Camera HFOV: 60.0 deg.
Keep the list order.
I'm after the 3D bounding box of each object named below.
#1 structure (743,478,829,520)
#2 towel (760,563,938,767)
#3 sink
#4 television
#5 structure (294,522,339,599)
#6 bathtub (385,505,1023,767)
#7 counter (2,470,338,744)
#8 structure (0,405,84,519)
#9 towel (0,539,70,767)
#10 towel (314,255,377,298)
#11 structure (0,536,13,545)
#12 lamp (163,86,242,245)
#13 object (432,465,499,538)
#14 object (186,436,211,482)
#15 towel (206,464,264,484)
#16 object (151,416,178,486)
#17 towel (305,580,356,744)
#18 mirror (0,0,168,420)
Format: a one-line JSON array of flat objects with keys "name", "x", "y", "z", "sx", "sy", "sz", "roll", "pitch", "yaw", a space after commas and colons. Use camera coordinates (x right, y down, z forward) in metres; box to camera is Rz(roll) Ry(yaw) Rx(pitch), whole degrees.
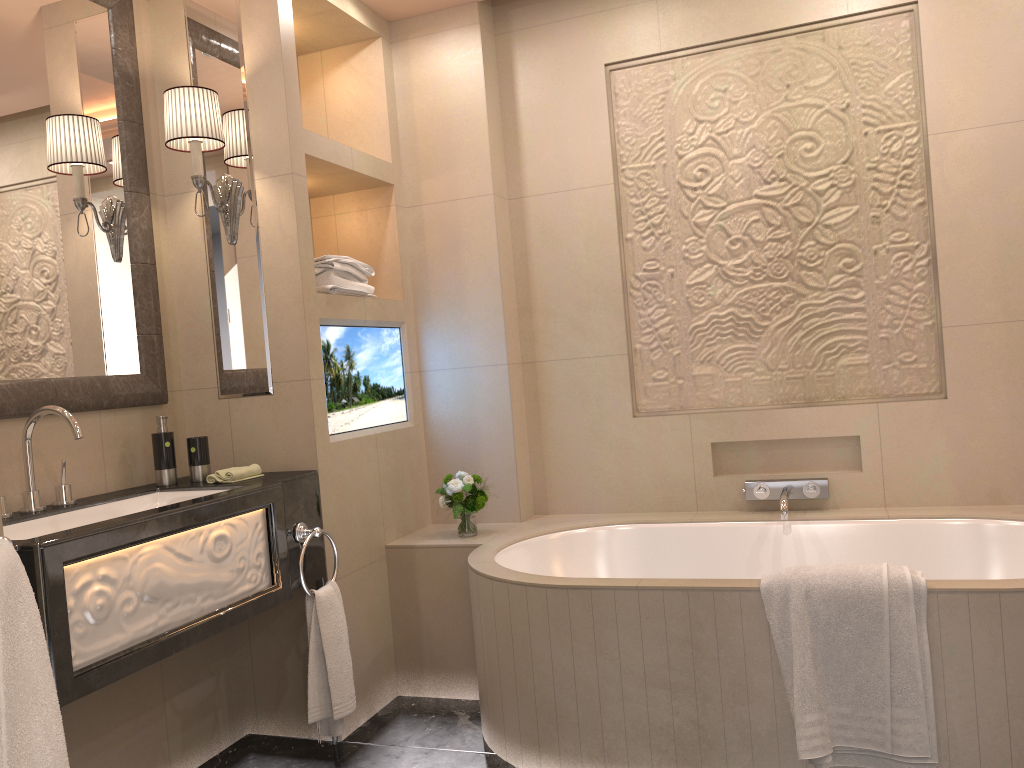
[{"name": "structure", "x": 0.929, "y": 0.392, "z": 3.034, "sx": 0.290, "sy": 0.097, "sz": 0.259, "roll": -4, "pitch": 1, "yaw": 20}, {"name": "towel", "x": 0.821, "y": 0.668, "z": 2.166, "sx": 0.374, "sy": 0.463, "sz": 0.453, "roll": -4, "pitch": 1, "yaw": 22}, {"name": "sink", "x": -1.008, "y": 0.390, "z": 2.201, "sx": 0.349, "sy": 0.135, "sz": 0.760, "roll": -4, "pitch": 1, "yaw": 20}, {"name": "television", "x": -0.521, "y": -0.023, "z": 3.121, "sx": 0.025, "sy": 0.360, "sz": 0.564, "roll": -4, "pitch": 1, "yaw": 20}, {"name": "structure", "x": -0.589, "y": 0.520, "z": 2.621, "sx": 0.074, "sy": 0.226, "sz": 0.203, "roll": -4, "pitch": 1, "yaw": 20}, {"name": "bathtub", "x": 0.822, "y": 0.740, "z": 2.662, "sx": 2.662, "sy": 0.540, "sz": 1.060, "roll": -4, "pitch": 1, "yaw": 20}, {"name": "counter", "x": -1.001, "y": 0.740, "z": 2.216, "sx": 0.543, "sy": 0.858, "sz": 1.330, "roll": -4, "pitch": 1, "yaw": 20}, {"name": "structure", "x": -1.209, "y": 0.191, "z": 2.286, "sx": 0.242, "sy": 0.268, "sz": 0.223, "roll": -5, "pitch": 1, "yaw": -14}, {"name": "towel", "x": -0.613, "y": 0.512, "z": 1.023, "sx": 0.154, "sy": 0.629, "sz": 0.313, "roll": -5, "pitch": 1, "yaw": -13}, {"name": "towel", "x": 0.712, "y": -0.757, "z": 2.632, "sx": 3.195, "sy": 0.726, "sz": 0.517, "roll": -4, "pitch": 1, "yaw": 20}, {"name": "structure", "x": -0.639, "y": 0.221, "z": 1.031, "sx": 0.074, "sy": 0.061, "sz": 0.415, "roll": -5, "pitch": 1, "yaw": -25}, {"name": "lamp", "x": -0.946, "y": -0.659, "z": 2.715, "sx": 0.174, "sy": 0.444, "sz": 0.223, "roll": -4, "pitch": 1, "yaw": 20}, {"name": "object", "x": -0.172, "y": 0.416, "z": 3.176, "sx": 0.229, "sy": 0.252, "sz": 0.197, "roll": -5, "pitch": 1, "yaw": -28}, {"name": "object", "x": -0.957, "y": 0.229, "z": 2.710, "sx": 0.063, "sy": 0.134, "sz": 0.063, "roll": -6, "pitch": 1, "yaw": -37}, {"name": "towel", "x": -0.826, "y": 0.268, "z": 2.652, "sx": 0.096, "sy": 0.039, "sz": 0.149, "roll": -4, "pitch": 1, "yaw": 22}, {"name": "object", "x": -1.048, "y": 0.200, "z": 2.669, "sx": 0.063, "sy": 0.208, "sz": 0.063, "roll": -5, "pitch": 1, "yaw": 1}, {"name": "towel", "x": -0.536, "y": 0.818, "z": 2.619, "sx": 0.116, "sy": 0.455, "sz": 0.173, "roll": -5, "pitch": 1, "yaw": 2}, {"name": "mirror", "x": -1.347, "y": -0.568, "z": 2.287, "sx": 0.041, "sy": 1.321, "sz": 1.131, "roll": -4, "pitch": 1, "yaw": 20}]
